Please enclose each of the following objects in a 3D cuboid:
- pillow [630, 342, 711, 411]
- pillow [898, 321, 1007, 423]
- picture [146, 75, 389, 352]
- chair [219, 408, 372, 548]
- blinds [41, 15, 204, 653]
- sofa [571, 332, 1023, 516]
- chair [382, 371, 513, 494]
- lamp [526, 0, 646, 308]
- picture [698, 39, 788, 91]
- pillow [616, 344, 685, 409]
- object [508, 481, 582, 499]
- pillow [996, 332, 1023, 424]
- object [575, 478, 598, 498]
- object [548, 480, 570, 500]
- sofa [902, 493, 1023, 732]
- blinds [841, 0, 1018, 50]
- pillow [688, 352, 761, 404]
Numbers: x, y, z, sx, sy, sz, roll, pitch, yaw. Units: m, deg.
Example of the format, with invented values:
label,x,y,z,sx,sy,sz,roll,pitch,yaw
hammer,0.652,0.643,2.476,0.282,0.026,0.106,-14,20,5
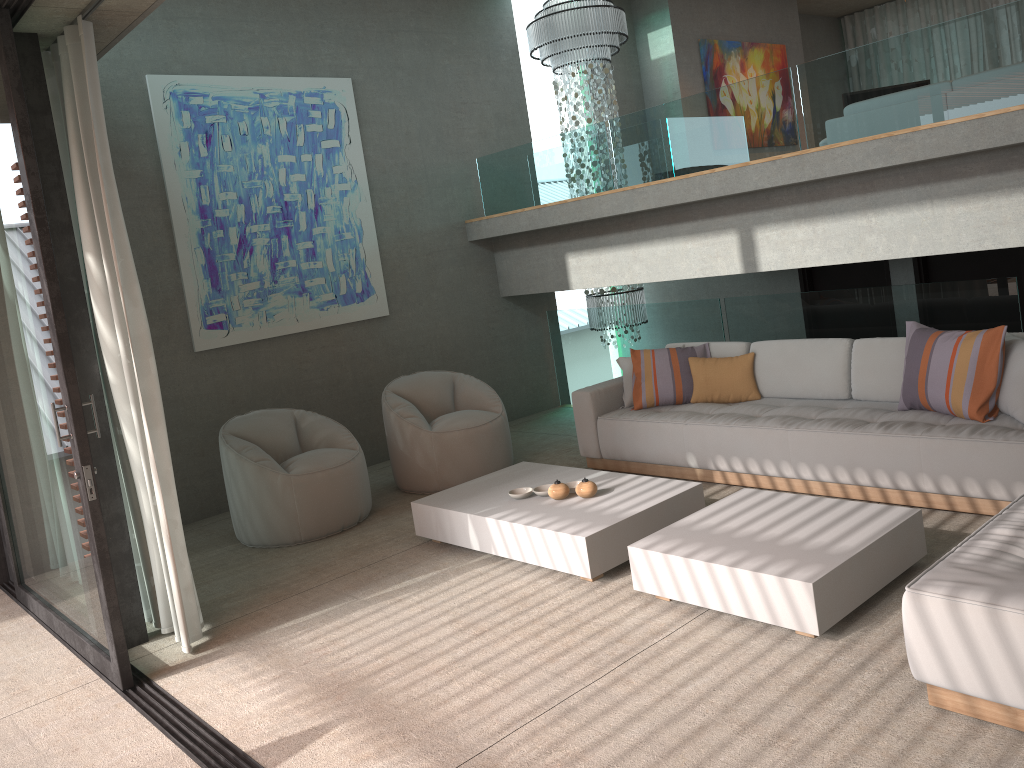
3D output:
label,x,y,z,sx,sy,sz,roll,pitch,yaw
pillow,1.111,-0.060,6.200,0.655,0.439,0.343,-8,5,3
pillow,2.354,-0.071,4.788,0.312,0.491,0.739,-10,7,-17
picture,-1.868,-1.423,7.054,1.736,2.037,0.030,-13,6,-40
chair,-1.450,0.568,5.941,0.930,0.783,0.919,-13,8,-36
blinds,-2.433,-0.225,4.920,0.225,2.907,2.420,-12,6,-40
sofa,1.933,0.145,5.305,1.059,0.748,3.453,-14,10,-40
chair,-0.488,0.315,6.656,0.926,0.783,0.923,-11,7,-16
lamp,0.837,-2.325,8.961,0.995,3.917,1.009,-6,5,30
picture,2.854,-3.450,10.546,1.767,1.243,0.030,-14,6,-40
pillow,1.037,-0.033,6.382,0.618,0.418,0.313,-9,5,-4
object,0.197,0.595,4.911,0.436,0.039,0.156,-8,8,5
pillow,2.589,-0.047,4.563,0.239,0.403,0.599,-8,7,3
object,0.398,0.555,4.744,0.119,0.105,0.120,-9,6,-6
object,0.252,0.570,4.790,0.120,0.105,0.119,-13,8,-36
sofa,2.109,0.489,2.873,1.611,0.728,1.011,-15,9,-40
blinds,6.262,-4.023,11.654,0.225,2.712,3.841,-12,7,-40
pillow,1.435,-0.035,6.019,0.462,0.323,0.228,-7,5,12
